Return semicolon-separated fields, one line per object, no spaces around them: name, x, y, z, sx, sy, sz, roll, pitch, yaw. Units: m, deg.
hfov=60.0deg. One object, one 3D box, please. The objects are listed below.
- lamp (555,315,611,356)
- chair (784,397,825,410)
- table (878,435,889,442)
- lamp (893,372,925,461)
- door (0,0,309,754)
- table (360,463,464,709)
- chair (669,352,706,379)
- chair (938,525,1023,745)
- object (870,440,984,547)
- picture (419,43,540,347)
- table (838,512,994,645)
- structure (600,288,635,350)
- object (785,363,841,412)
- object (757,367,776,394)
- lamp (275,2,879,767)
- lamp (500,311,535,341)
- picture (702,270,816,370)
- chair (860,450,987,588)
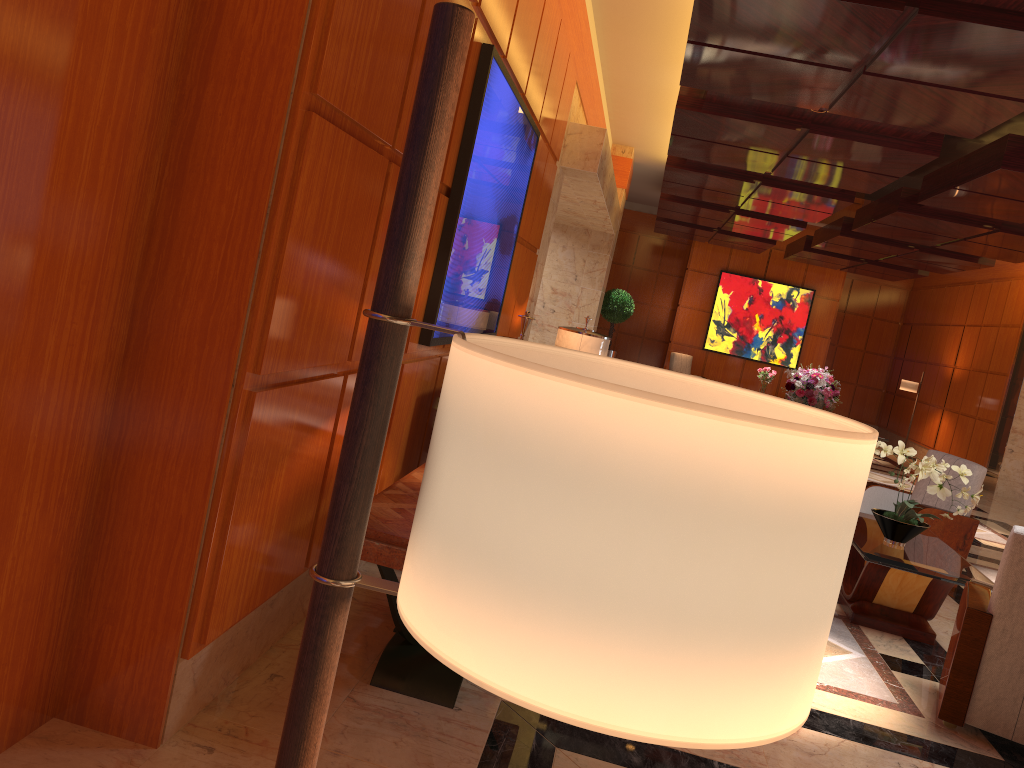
lamp;0.562;-0.186;7.514;0.460;0.808;0.459;14;4;16
chair;5.943;0.432;18.045;0.741;0.958;0.628;15;5;26
table;3.567;0.760;11.035;1.602;0.743;1.603;13;5;7
lamp;7.472;0.560;16.681;0.526;1.657;0.361;12;4;-3
door;-0.989;-0.242;1.695;0.341;2.644;1.540;13;4;7
table;-0.234;0.782;3.524;0.726;0.605;1.272;13;5;7
chair;3.589;-0.118;18.359;0.735;0.958;0.632;9;5;-34
chair;2.387;1.127;3.909;0.741;0.958;0.628;15;5;26
object;2.375;0.660;5.287;0.786;0.616;0.419;11;5;-15
picture;-0.126;-0.963;5.190;0.056;1.448;2.000;13;5;7
table;2.327;1.205;5.432;0.723;0.494;1.562;13;6;10
structure;1.880;-0.988;16.892;0.720;1.708;0.725;11;4;-15
object;3.716;0.078;10.972;0.649;0.657;0.682;12;5;-2
object;4.614;-0.022;16.192;0.352;0.594;0.326;15;5;27
lamp;-0.137;0.559;0.683;0.526;1.657;0.361;12;4;-3
lamp;-0.024;0.107;3.403;0.457;0.792;0.461;10;5;-31
picture;5.213;-1.350;18.736;1.998;1.732;0.056;13;4;8
chair;3.097;0.979;6.821;0.627;0.958;0.741;11;5;-14
